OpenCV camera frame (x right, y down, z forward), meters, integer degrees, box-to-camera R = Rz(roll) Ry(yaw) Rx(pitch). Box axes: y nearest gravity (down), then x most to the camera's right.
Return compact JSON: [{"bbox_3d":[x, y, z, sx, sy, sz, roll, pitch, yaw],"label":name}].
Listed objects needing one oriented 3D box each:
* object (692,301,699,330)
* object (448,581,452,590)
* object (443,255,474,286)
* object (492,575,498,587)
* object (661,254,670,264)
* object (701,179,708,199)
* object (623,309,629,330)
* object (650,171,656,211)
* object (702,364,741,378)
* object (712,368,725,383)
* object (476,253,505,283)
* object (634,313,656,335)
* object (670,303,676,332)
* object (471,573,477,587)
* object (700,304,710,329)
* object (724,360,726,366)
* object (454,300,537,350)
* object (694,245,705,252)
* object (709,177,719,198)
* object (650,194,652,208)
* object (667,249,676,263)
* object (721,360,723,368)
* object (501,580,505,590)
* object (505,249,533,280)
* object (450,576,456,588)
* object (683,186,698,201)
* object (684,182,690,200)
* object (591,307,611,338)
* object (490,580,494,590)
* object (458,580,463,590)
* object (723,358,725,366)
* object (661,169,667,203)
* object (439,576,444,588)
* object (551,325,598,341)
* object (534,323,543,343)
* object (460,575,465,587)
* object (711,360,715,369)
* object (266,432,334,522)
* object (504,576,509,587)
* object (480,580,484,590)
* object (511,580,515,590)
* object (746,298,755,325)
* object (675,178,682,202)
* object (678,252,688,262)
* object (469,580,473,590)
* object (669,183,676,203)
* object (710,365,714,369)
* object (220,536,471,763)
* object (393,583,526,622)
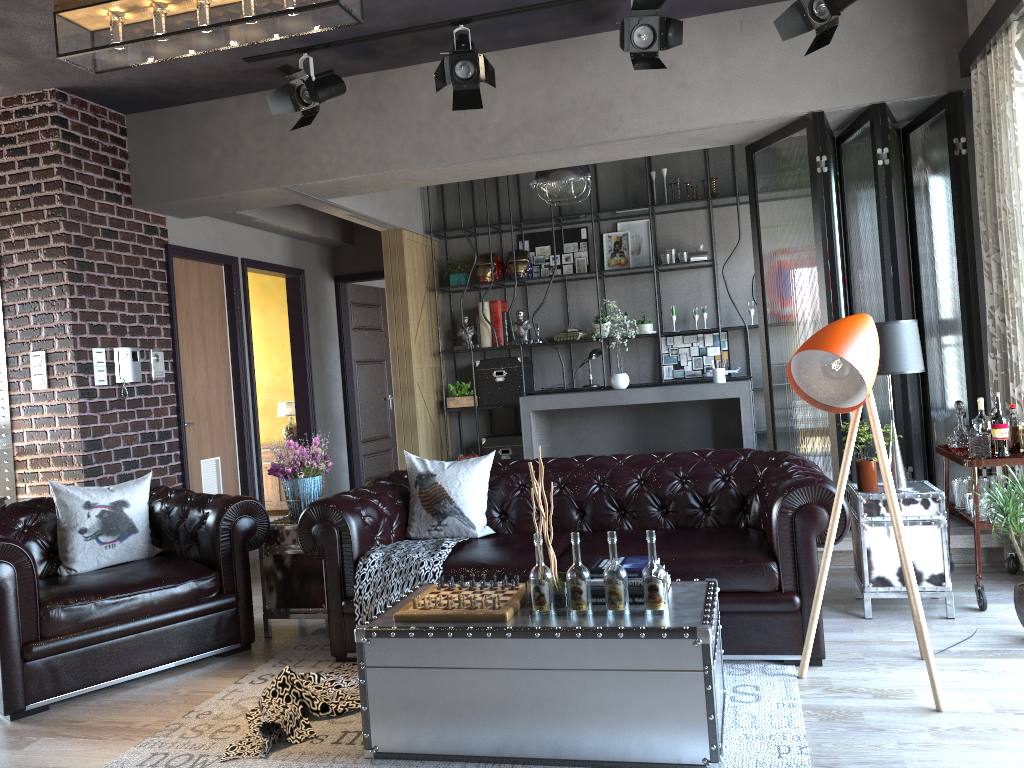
[{"bbox_3d":[1.809,-0.674,8.741,0.113,0.302,0.113,-4,0,34],"label":"object"},{"bbox_3d":[-0.245,0.789,3.476,0.017,0.037,0.017,-4,0,21],"label":"object"},{"bbox_3d":[-0.566,-1.158,9.155,0.324,0.339,0.295,-5,0,-29],"label":"object"},{"bbox_3d":[-0.067,0.770,3.476,0.022,0.047,0.022,-4,0,-30],"label":"object"},{"bbox_3d":[1.472,-1.188,8.480,0.093,0.099,0.092,-5,0,-38],"label":"object"},{"bbox_3d":[1.867,-1.862,8.560,0.084,0.233,0.084,-4,0,-4],"label":"object"},{"bbox_3d":[1.146,-0.611,8.866,0.113,0.273,0.113,-4,0,-19],"label":"object"},{"bbox_3d":[1.418,-1.910,8.811,0.128,0.390,0.128,-4,0,-17],"label":"object"},{"bbox_3d":[1.974,-0.118,8.542,0.351,0.111,0.379,-5,1,-42],"label":"object"},{"bbox_3d":[1.900,-0.075,8.146,0.110,0.137,0.110,-4,0,25],"label":"object"},{"bbox_3d":[-0.238,-1.180,9.053,0.280,0.327,0.399,-4,0,20],"label":"object"},{"bbox_3d":[1.283,-0.588,8.655,0.235,0.213,0.235,-5,0,-30],"label":"object"},{"bbox_3d":[1.546,-0.637,8.501,0.113,0.275,0.113,-4,0,19],"label":"object"},{"bbox_3d":[-0.153,0.772,3.498,0.025,0.055,0.024,-4,0,-30],"label":"object"},{"bbox_3d":[1.837,-0.644,8.463,0.113,0.246,0.113,-4,0,34],"label":"object"},{"bbox_3d":[1.938,-0.134,8.139,0.062,0.169,0.009,-4,0,14],"label":"object"},{"bbox_3d":[-0.181,-0.607,9.078,0.833,0.466,0.290,-4,0,15],"label":"object"},{"bbox_3d":[1.823,-1.312,8.615,0.103,0.068,0.103,-4,0,8],"label":"object"},{"bbox_3d":[1.922,-1.865,8.445,0.130,0.232,0.130,-4,0,-8],"label":"object"},{"bbox_3d":[1.336,-1.770,8.574,0.135,0.129,0.135,-4,0,-12],"label":"object"},{"bbox_3d":[1.543,-1.223,8.569,0.087,0.155,0.087,-4,0,27],"label":"object"},{"bbox_3d":[1.933,-0.123,8.173,0.037,0.204,0.023,-4,0,-36],"label":"object"},{"bbox_3d":[-0.035,0.774,3.419,0.017,0.037,0.017,-4,0,21],"label":"object"},{"bbox_3d":[0.069,-1.202,8.972,0.280,0.327,0.399,-4,0,5],"label":"object"},{"bbox_3d":[-0.238,0.784,3.519,0.026,0.044,0.026,-4,0,-30],"label":"object"},{"bbox_3d":[1.749,-1.812,8.476,0.189,0.152,0.190,-4,1,38],"label":"object"},{"bbox_3d":[1.719,-1.849,8.649,0.080,0.226,0.080,-4,0,-12],"label":"object"},{"bbox_3d":[0.883,-0.605,8.740,0.137,0.305,0.193,-4,0,-41],"label":"object"},{"bbox_3d":[-0.079,0.777,3.431,0.017,0.037,0.017,-4,0,21],"label":"object"},{"bbox_3d":[-0.202,0.786,3.466,0.017,0.037,0.017,-4,0,21],"label":"object"},{"bbox_3d":[1.941,-0.142,8.152,0.052,0.185,0.009,-4,0,17],"label":"object"},{"bbox_3d":[1.508,-1.916,8.714,0.128,0.390,0.128,-4,0,-26],"label":"object"},{"bbox_3d":[-0.280,0.789,3.533,0.019,0.040,0.019,-4,0,-11],"label":"object"},{"bbox_3d":[0.646,-0.520,8.865,0.207,0.170,0.577,-5,1,-40],"label":"object"},{"bbox_3d":[0.256,-0.506,8.852,0.093,0.200,0.093,-4,0,10],"label":"object"},{"bbox_3d":[-0.197,0.780,3.510,0.022,0.047,0.022,-4,0,-30],"label":"object"},{"bbox_3d":[1.871,-0.118,8.182,0.023,0.202,0.046,-4,0,-39],"label":"object"},{"bbox_3d":[-1.161,0.508,4.915,0.352,0.484,0.349,-5,0,-45],"label":"object"},{"bbox_3d":[-0.025,0.769,3.463,0.026,0.044,0.026,-4,0,-30],"label":"object"},{"bbox_3d":[-0.119,0.780,3.444,0.017,0.037,0.017,-4,0,21],"label":"object"},{"bbox_3d":[0.003,0.771,3.411,0.017,0.037,0.017,-4,0,34],"label":"object"},{"bbox_3d":[2.288,-0.691,8.476,0.113,0.270,0.113,-4,0,4],"label":"object"},{"bbox_3d":[1.600,-1.847,8.505,0.100,0.243,0.100,-4,0,24],"label":"object"},{"bbox_3d":[1.629,-1.200,8.439,0.092,0.099,0.092,-4,0,-28],"label":"object"},{"bbox_3d":[-0.161,0.783,3.455,0.017,0.037,0.017,-4,0,21],"label":"object"},{"bbox_3d":[1.562,-1.839,8.591,0.084,0.233,0.084,-4,0,42],"label":"object"},{"bbox_3d":[1.882,-0.110,8.164,0.137,0.190,0.009,-4,0,18],"label":"object"},{"bbox_3d":[-0.662,1.077,3.941,0.562,0.569,1.700,-4,1,35],"label":"object"},{"bbox_3d":[-0.167,0.822,3.343,0.429,0.036,0.429,-4,1,15],"label":"object"}]
